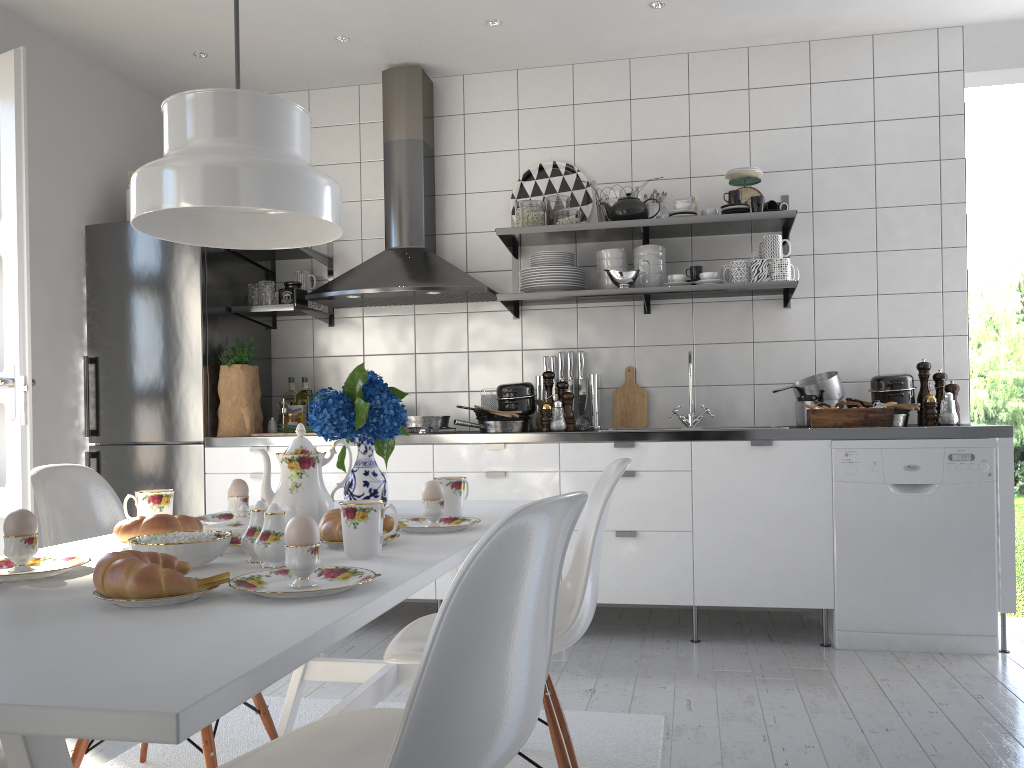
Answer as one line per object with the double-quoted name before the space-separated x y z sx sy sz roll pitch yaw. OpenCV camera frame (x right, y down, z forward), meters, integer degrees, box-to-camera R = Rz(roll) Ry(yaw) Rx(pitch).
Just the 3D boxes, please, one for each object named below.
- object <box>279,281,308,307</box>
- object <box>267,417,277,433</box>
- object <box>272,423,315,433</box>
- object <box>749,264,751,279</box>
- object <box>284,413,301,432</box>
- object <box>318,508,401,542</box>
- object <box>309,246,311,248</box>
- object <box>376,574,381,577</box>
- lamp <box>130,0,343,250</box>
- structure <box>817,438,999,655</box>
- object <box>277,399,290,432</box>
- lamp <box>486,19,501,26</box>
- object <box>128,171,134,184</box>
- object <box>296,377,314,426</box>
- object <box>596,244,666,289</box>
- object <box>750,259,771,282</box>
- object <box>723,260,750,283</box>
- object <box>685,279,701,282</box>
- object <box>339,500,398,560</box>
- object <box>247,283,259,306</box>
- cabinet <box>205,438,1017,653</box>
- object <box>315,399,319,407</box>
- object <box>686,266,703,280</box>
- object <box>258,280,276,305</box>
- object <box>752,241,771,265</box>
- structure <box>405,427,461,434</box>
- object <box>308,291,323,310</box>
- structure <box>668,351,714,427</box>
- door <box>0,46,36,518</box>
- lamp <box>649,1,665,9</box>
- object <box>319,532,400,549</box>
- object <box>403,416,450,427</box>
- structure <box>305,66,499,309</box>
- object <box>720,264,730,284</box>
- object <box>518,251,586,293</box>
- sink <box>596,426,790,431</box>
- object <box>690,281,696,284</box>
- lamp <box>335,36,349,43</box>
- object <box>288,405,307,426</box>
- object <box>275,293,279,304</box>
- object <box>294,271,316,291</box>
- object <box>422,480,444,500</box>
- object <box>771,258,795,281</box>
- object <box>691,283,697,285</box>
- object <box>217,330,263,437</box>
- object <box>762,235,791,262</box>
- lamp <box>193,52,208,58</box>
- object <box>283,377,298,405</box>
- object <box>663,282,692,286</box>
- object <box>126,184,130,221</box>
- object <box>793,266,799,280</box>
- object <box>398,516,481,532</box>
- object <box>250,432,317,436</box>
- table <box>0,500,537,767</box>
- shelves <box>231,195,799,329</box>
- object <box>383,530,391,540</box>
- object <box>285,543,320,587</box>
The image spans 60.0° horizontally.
"object" -1.034 -0.421 4.190 0.100 0.123 0.100 -1 -1 21
"object" -1.145 0.201 4.228 0.046 0.084 0.046 -1 -1 -11
"object" -0.977 0.201 3.972 0.276 0.053 0.142 -2 -2 27
"object" 1.050 -0.462 3.795 0.083 0.100 0.108 -1 -1 -19
"object" -1.045 0.190 4.218 0.078 0.101 0.078 -1 -1 -22
"object" -0.300 0.265 1.673 0.124 0.057 0.161 -2 -2 26
"object" -1.064 -0.760 4.370 0.192 0.244 0.205 -1 -1 10
"object" -0.265 0.282 1.334 0.140 0.011 0.032 -2 -2 15
"lamp" -0.514 -0.945 1.638 0.373 1.323 0.373 -1 0 43
"structure" 1.547 0.611 3.542 0.574 0.791 0.508 -1 -1 11
"object" -1.099 0.157 4.263 0.059 0.172 0.059 -1 0 -29
"lamp" -0.077 -1.540 3.752 0.064 0.030 0.064 -1 -2 4
"object" -1.749 -0.847 4.118 0.054 0.262 0.149 -1 -1 -14
"object" -1.011 0.105 4.367 0.089 0.282 0.082 -1 0 12
"object" 0.535 -0.503 3.988 0.309 0.216 0.150 -1 -1 9
"object" 1.049 -0.465 3.701 0.108 0.100 0.083 -1 -1 1
"object" 0.952 -0.462 3.737 0.083 0.100 0.108 -1 -1 -19
"object" 0.812 -0.443 3.897 0.121 0.023 0.121 -1 -2 -8
"object" -0.249 0.247 1.498 0.078 0.095 0.091 0 -1 -42
"object" -1.215 -0.416 4.209 0.086 0.119 0.086 -1 -1 22
"cabinet" 0.313 0.644 3.866 3.238 0.795 0.662 -1 -1 11
"object" -0.829 0.153 4.277 0.247 0.175 0.247 0 -2 -38
"object" 0.807 -0.478 3.903 0.055 0.078 0.070 -1 -1 -28
"object" -1.145 -0.420 4.137 0.086 0.119 0.086 -1 -1 8
"object" 1.101 -0.561 3.838 0.083 0.100 0.108 -1 -1 -19
"structure" -0.518 0.211 4.031 0.467 0.029 0.490 -1 -2 11
"object" -0.991 -0.404 4.365 0.108 0.100 0.083 -1 -1 1
"structure" 0.826 0.032 3.957 0.189 0.352 0.274 -1 -1 -12
"door" -2.076 -0.096 3.478 0.602 2.326 0.156 -1 0 31
"lamp" 0.593 -1.557 3.615 0.064 0.030 0.064 -1 -2 4
"object" -0.289 0.293 1.659 0.158 0.016 0.158 -2 -2 21
"object" -0.448 0.161 3.927 0.351 0.061 0.232 -1 -2 -10
"structure" -0.519 -0.939 4.130 0.868 1.092 0.472 -1 0 11
"object" 0.946 -0.459 3.810 0.083 0.100 0.108 0 -2 -44
"object" 0.181 -0.486 3.988 0.306 0.195 0.301 -1 -2 16
"sink" 0.760 0.243 3.754 0.765 0.111 0.487 -1 -2 11
"object" 0.814 -0.434 3.895 0.121 0.023 0.121 0 -2 -17
"lamp" -0.746 -1.523 3.888 0.064 0.030 0.064 -1 -2 4
"object" -1.046 0.175 4.324 0.077 0.141 0.044 -1 0 11
"object" -1.170 -0.399 4.418 0.083 0.100 0.108 -1 -1 -19
"object" -1.026 -0.503 4.370 0.083 0.100 0.108 0 -2 -44
"object" -0.168 0.236 1.886 0.048 0.063 0.048 -1 -1 16
"object" 1.131 -0.467 3.685 0.108 0.100 0.083 -1 -1 1
"object" 0.813 -0.424 3.896 0.121 0.021 0.121 1 -3 -44
"object" -1.238 -0.006 4.037 0.173 0.509 0.283 -1 -1 -1
"object" 1.095 -0.567 3.689 0.083 0.100 0.108 0 -2 -44
"lamp" -1.415 -1.505 4.024 0.064 0.030 0.064 -1 -2 4
"object" -1.090 0.107 4.389 0.066 0.282 0.066 -1 0 6
"object" 0.705 -0.417 3.783 0.121 0.021 0.121 -1 -2 9
"object" -1.705 -0.816 4.138 0.174 0.208 0.174 -1 -1 7
"object" 1.164 -0.464 3.791 0.108 0.100 0.083 -1 -1 -3
"object" -0.166 0.300 1.886 0.201 0.016 0.201 -2 -2 16
"object" -0.971 0.225 3.973 0.330 0.012 0.220 -1 -2 11
"table" -0.477 0.635 1.681 0.814 0.660 1.827 -1 -2 11
"shelves" -0.030 -0.574 4.055 2.540 0.512 0.427 -1 -1 11
"object" -0.262 0.283 1.638 0.109 0.036 0.070 -2 -2 20
"object" -0.290 0.250 1.228 0.048 0.057 0.048 0 -1 -38
